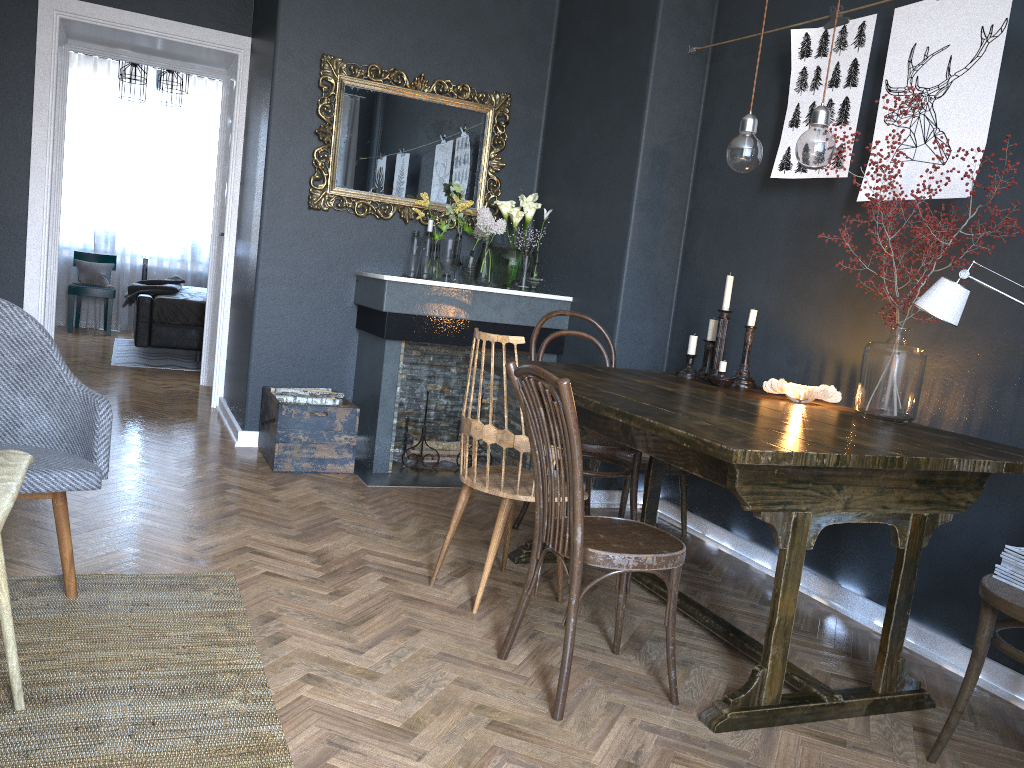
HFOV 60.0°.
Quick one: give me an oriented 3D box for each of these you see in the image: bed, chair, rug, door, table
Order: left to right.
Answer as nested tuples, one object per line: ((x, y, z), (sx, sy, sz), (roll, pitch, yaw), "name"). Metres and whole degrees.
((-1.014, 0.454, 1.458), (0.339, 0.551, 0.786), (4, 7, -24), "table")
((-1.413, 0.179, 2.262), (0.645, 0.813, 0.494), (0, 10, -45), "chair")
((-0.943, 0.714, 1.685), (1.004, 0.013, 2.006), (4, 7, -24), "rug")
((-2.952, -1.074, 5.511), (0.162, 2.191, 0.855), (4, 8, -24), "door")
((-4.287, -0.932, 9.064), (0.436, 0.800, 0.591), (4, 8, -24), "chair")
((-2.874, -0.252, 8.153), (1.459, 0.013, 2.040), (4, 7, -24), "rug")
((-1.871, -0.997, 5.989), (0.162, 2.191, 0.855), (4, 8, -24), "door")
((-2.348, -0.796, 8.317), (2.376, 1.164, 2.260), (4, 7, -24), "bed")
((0.005, 0.266, 2.861), (0.384, 0.858, 0.455), (1, 9, -39), "chair")
((0.293, 0.185, 3.551), (0.438, 0.922, 0.548), (4, 8, -21), "chair")
((0.209, 0.373, 2.249), (0.467, 0.821, 0.362), (4, 8, -24), "chair")
((0.563, 0.474, 4.005), (0.364, 0.318, 0.368), (4, 7, -24), "table")
((0.609, 0.407, 2.801), (1.126, 0.729, 1.600), (4, 7, -24), "table")
((1.339, 0.487, 1.997), (0.549, 0.922, 0.437), (3, 8, -26), "chair")

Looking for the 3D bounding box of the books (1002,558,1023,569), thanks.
((1.302, 0.447, 1.995), (0.218, 0.008, 0.287), (5, 7, -13), "books")

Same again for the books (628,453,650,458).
((0.564, 0.289, 3.992), (0.207, 0.025, 0.262), (9, 7, 19), "books")

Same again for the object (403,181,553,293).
((-0.159, -0.798, 4.717), (0.727, 0.548, 0.473), (4, 7, -21), "object")

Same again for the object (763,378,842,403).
((0.973, 0.026, 2.978), (0.252, 0.072, 0.253), (5, 7, -17), "object")

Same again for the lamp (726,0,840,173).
((0.221, -1.486, 2.495), (1.590, 1.577, 0.582), (8, 7, 7), "lamp")

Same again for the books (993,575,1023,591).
((1.293, 0.489, 2.004), (0.218, 0.008, 0.304), (5, 7, -17), "books")

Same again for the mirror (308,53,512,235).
((-0.523, -1.246, 4.708), (1.057, 0.786, 0.066), (4, 8, -24), "mirror")

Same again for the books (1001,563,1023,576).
((1.301, 0.462, 2.003), (0.218, 0.008, 0.287), (6, 7, -11), "books")

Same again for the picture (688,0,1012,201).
((1.642, -0.831, 2.077), (0.058, 0.772, 4.447), (4, 7, -24), "picture")

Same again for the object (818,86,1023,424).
((1.207, -0.347, 2.676), (0.556, 0.932, 0.638), (12, 9, 36), "object")

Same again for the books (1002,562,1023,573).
((1.303, 0.457, 2.002), (0.218, 0.008, 0.287), (6, 7, -11), "books")

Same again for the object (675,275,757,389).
((0.793, -0.214, 3.367), (0.223, 0.420, 0.367), (4, 8, -23), "object")

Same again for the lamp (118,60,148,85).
((-3.141, -2.887, 7.391), (0.210, 0.715, 0.209), (6, 7, -10), "lamp")

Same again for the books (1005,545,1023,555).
((1.310, 0.418, 1.988), (0.219, 0.013, 0.304), (6, 7, -12), "books")

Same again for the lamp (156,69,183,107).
((-3.129, -2.950, 8.152), (0.210, 0.748, 0.209), (6, 7, -10), "lamp")

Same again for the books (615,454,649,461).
((0.579, 0.309, 4.000), (0.219, 0.013, 0.272), (10, 7, 22), "books")

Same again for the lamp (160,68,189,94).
((-2.742, -2.791, 7.261), (0.210, 0.771, 0.209), (6, 7, -10), "lamp")

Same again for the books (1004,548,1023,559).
((1.310, 0.426, 1.990), (0.218, 0.008, 0.304), (6, 7, -12), "books")

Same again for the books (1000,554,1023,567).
((1.302, 0.440, 1.991), (0.218, 0.008, 0.304), (5, 7, -13), "books")

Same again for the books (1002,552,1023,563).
((1.305, 0.433, 1.991), (0.218, 0.008, 0.304), (5, 7, -13), "books")

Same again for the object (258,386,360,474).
((-1.028, 0.225, 4.441), (0.383, 0.327, 0.551), (4, 7, -24), "object")

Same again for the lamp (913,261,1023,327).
((1.317, 0.270, 2.107), (0.799, 1.071, 0.241), (9, 8, 20), "lamp")

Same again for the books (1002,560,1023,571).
((1.306, 0.452, 1.993), (0.218, 0.006, 0.304), (6, 7, -12), "books")

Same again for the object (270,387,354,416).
((-1.015, 0.150, 4.433), (0.370, 0.247, 0.532), (4, 7, -24), "object")

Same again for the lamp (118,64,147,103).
((-3.296, -2.896, 7.751), (0.210, 0.806, 0.209), (6, 7, -10), "lamp")

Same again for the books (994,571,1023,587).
((1.294, 0.482, 2.005), (0.218, 0.007, 0.304), (6, 7, -12), "books")

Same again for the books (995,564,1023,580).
((1.295, 0.467, 2.002), (0.219, 0.013, 0.304), (6, 7, -12), "books")

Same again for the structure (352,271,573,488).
((-0.291, -0.028, 4.624), (1.066, 0.983, 0.832), (4, 8, -24), "structure")

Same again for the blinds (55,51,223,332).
((-3.820, -1.944, 9.535), (3.994, 2.794, 0.311), (4, 8, -24), "blinds")

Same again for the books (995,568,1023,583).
((1.295, 0.475, 2.002), (0.218, 0.008, 0.304), (6, 7, -12), "books")
